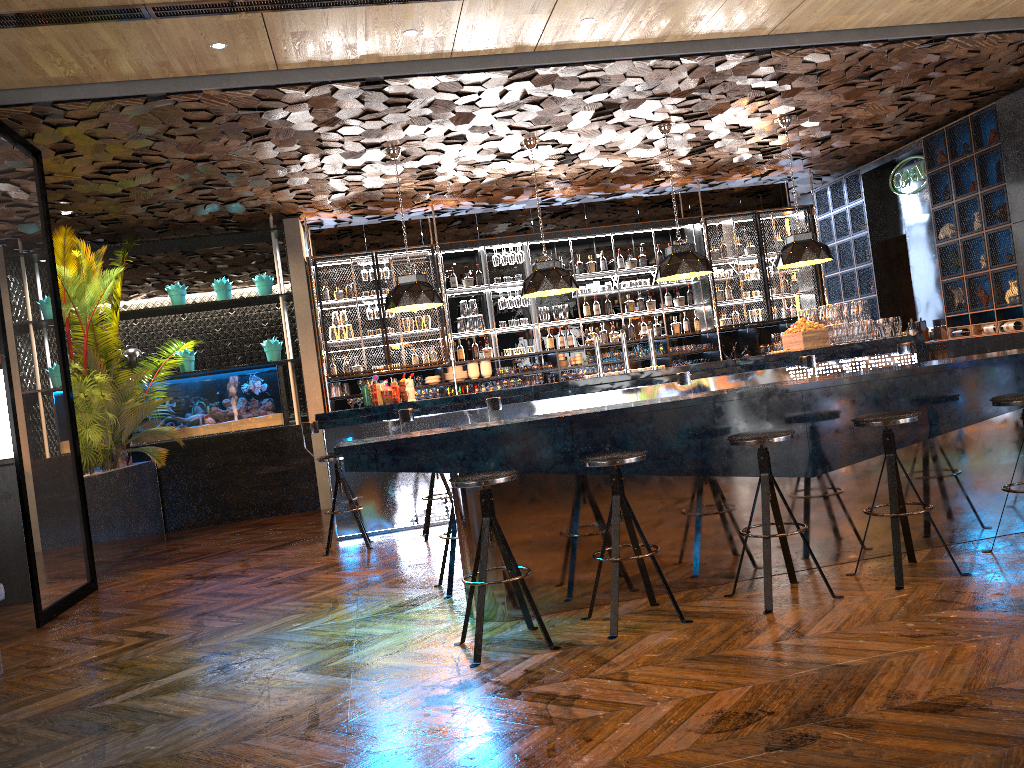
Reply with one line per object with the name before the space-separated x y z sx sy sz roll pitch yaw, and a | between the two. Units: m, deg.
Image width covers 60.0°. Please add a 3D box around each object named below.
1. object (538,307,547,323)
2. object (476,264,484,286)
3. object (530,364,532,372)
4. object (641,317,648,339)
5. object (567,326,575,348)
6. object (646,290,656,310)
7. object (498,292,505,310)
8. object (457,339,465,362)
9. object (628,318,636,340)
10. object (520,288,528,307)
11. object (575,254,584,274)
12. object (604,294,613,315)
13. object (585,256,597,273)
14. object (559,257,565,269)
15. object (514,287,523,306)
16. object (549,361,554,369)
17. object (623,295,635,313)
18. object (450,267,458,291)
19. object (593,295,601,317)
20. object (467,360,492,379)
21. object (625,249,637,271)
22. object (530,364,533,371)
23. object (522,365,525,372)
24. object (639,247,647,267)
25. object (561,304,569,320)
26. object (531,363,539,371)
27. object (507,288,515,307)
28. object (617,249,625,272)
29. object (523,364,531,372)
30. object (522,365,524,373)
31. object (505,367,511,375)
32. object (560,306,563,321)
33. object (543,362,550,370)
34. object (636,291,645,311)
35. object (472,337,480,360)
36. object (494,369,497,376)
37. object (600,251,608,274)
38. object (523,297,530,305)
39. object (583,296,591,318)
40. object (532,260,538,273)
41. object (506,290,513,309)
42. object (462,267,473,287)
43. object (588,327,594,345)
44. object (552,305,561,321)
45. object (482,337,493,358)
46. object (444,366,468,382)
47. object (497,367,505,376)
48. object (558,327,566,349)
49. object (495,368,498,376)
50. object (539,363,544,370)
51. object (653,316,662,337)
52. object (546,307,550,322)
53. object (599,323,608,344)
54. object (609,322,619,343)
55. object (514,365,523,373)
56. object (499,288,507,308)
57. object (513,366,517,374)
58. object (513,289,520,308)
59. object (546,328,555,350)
object | 0.402 -0.892 11.532 0.105 0.209 0.105 -8 0 36
object | -0.426 -1.403 11.481 0.086 0.299 0.086 -8 0 40
object | 0.269 -0.211 11.565 0.093 0.099 0.093 -7 0 -22
object | 1.754 -0.746 11.811 0.086 0.298 0.086 -8 0 40
object | 0.766 -0.616 11.653 0.086 0.298 0.086 -8 0 40
object | 1.844 -1.113 11.812 0.123 0.279 0.123 -7 0 5
object | -0.146 -1.100 11.589 0.092 0.244 0.092 -8 0 42
object | -0.665 -0.428 11.424 0.086 0.299 0.086 -8 0 40
object | 1.582 -0.723 11.750 0.086 0.297 0.086 -8 0 25
object | 0.160 -1.140 11.637 0.092 0.244 0.092 -8 0 42
object | 0.887 -1.566 11.686 0.083 0.282 0.083 -7 0 -24
object | 1.271 -1.049 11.738 0.086 0.297 0.086 -8 0 40
object | 1.046 -1.569 11.710 0.151 0.248 0.094 -7 0 -5
object | 0.654 -1.529 11.649 0.083 0.282 0.083 -7 0 6
object | 0.084 -1.130 11.458 0.092 0.244 0.092 -8 0 42
object | 0.498 -0.240 11.456 0.095 0.096 0.095 -8 0 15
object | 1.558 -1.060 11.779 0.151 0.248 0.094 -7 0 -20
object | -0.757 -1.360 11.456 0.086 0.298 0.086 -8 0 40
object | 1.118 -1.029 11.742 0.086 0.298 0.086 -8 0 40
object | -0.413 -0.180 11.322 0.309 0.216 0.149 -7 0 -11
object | 1.582 -1.655 11.783 0.123 0.279 0.123 -7 0 -20
object | 0.280 -0.213 11.464 0.093 0.099 0.093 -7 0 -37
object | 0.177 -0.199 11.499 0.093 0.099 0.093 -7 0 -22
object | 1.737 -1.677 11.822 0.083 0.282 0.083 -7 0 -9
object | 0.695 -0.931 11.582 0.105 0.209 0.105 -8 0 36
object | 0.300 -0.215 11.361 0.093 0.099 0.093 -7 0 10
object | -0.013 -1.118 11.443 0.092 0.244 0.092 -8 0 42
object | 1.439 -1.647 11.782 0.086 0.298 0.086 -8 0 40
object | 0.193 -0.201 11.392 0.093 0.099 0.093 -7 0 8
object | 0.159 -0.196 11.602 0.093 0.099 0.093 -7 0 -7
object | -0.066 -0.167 11.350 0.089 0.100 0.100 -8 0 27
object | 0.690 -0.930 11.691 0.105 0.209 0.105 -8 0 36
object | 0.440 -0.232 11.374 0.095 0.096 0.095 -7 0 -35
object | 1.706 -1.098 11.804 0.083 0.282 0.083 -7 0 -9
object | -0.473 -0.454 11.423 0.086 0.297 0.086 -8 0 25
object | -0.181 -0.151 11.512 0.100 0.100 0.089 -7 0 -2
object | 1.209 -1.615 11.751 0.086 0.298 0.086 -8 0 40
object | 0.185 -1.143 11.475 0.092 0.244 0.092 -8 0 42
object | 0.979 -1.010 11.694 0.086 0.299 0.086 -8 0 40
object | 0.337 -1.485 11.600 0.123 0.279 0.123 -7 0 -20
object | -0.039 -1.114 11.606 0.092 0.244 0.092 -8 0 42
object | -0.574 -1.373 11.440 0.123 0.279 0.123 -7 0 -20
object | 1.056 -0.628 11.691 0.151 0.248 0.094 -7 0 -20
object | 0.585 -0.916 11.589 0.105 0.209 0.105 -8 0 36
object | -0.320 -0.464 11.459 0.123 0.279 0.123 -7 0 5
object | -0.720 -0.129 11.307 0.306 0.195 0.300 -7 0 -8
object | -0.138 -0.157 11.282 0.100 0.100 0.089 -7 0 -4
object | 0.646 -0.601 11.658 0.086 0.298 0.086 -8 0 40
object | -0.163 -0.154 11.393 0.100 0.100 0.089 -7 0 -37
object | 0.398 -0.226 11.473 0.095 0.096 0.095 -7 0 -8
object | 1.935 -0.761 11.832 0.083 0.282 0.083 -7 0 -24
object | 0.446 -0.898 11.656 0.105 0.209 0.105 -8 0 36
object | 1.204 -0.666 11.715 0.083 0.282 0.083 -7 0 -9
object | 1.342 -0.681 11.723 0.123 0.279 0.123 -7 0 5
object | 0.088 -0.188 11.379 0.109 0.100 0.109 -7 0 -26
object | -0.121 -1.103 11.426 0.092 0.244 0.092 -8 0 42
object | 0.064 -0.184 11.536 0.109 0.100 0.109 -7 0 -26
object | 0.058 -1.127 11.621 0.092 0.244 0.092 -8 0 42
object | 0.496 -0.580 11.609 0.086 0.299 0.086 -8 0 40
